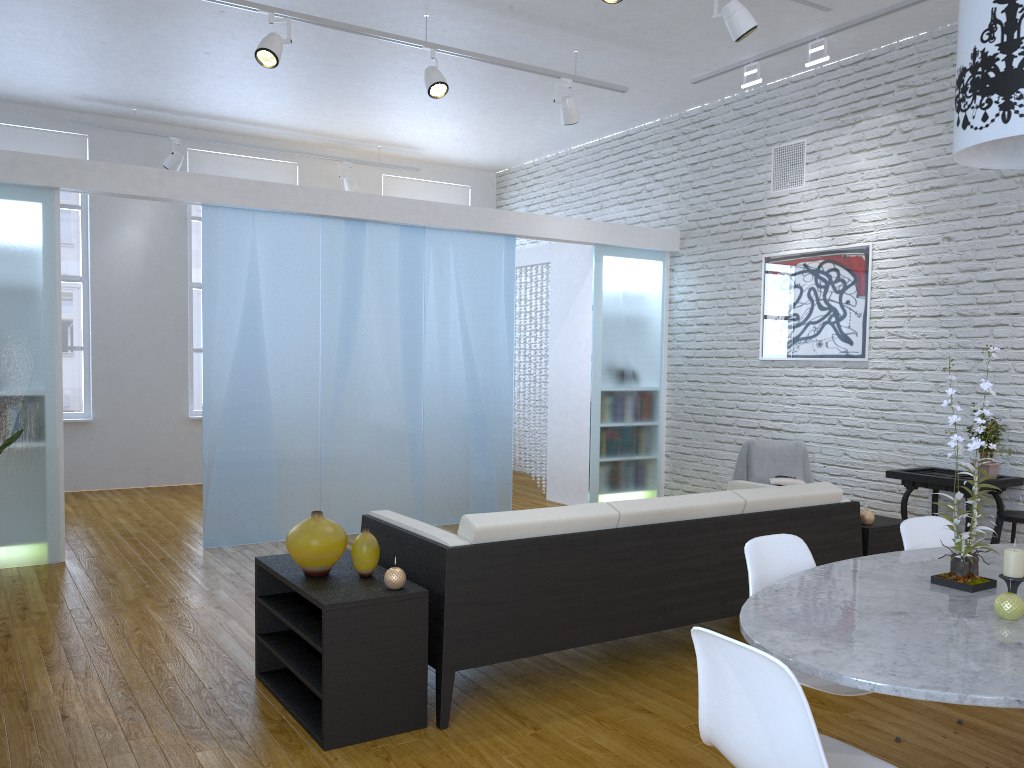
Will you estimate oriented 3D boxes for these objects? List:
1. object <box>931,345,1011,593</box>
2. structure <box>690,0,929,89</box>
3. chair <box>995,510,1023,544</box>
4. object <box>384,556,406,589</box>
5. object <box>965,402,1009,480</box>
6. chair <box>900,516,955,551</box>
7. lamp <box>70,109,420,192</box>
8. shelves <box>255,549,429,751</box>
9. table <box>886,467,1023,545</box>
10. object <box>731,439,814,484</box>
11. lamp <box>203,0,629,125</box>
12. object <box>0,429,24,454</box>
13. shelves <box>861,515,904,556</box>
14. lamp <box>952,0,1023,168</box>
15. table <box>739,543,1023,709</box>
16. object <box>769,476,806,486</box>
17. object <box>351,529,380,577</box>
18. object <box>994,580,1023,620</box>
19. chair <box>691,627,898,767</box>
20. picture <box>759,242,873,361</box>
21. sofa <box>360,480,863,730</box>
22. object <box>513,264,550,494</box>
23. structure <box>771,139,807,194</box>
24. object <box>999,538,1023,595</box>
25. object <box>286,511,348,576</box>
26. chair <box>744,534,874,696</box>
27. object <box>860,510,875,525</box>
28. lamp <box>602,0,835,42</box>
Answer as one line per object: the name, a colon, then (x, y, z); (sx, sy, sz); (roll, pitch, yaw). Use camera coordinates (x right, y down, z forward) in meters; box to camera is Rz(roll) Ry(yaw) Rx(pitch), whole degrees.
object: (1.197, 0.215, 2.292); (0.166, 0.639, 0.201); (1, 3, -4)
structure: (2.341, -2.048, 4.766); (0.052, 0.183, 3.900); (-1, 2, -32)
chair: (2.740, 0.903, 4.758); (0.262, 0.409, 0.262); (3, 4, 39)
object: (-0.378, 0.608, 2.866); (0.071, 0.104, 0.071); (1, 3, -5)
object: (2.680, 0.323, 5.015); (0.175, 0.437, 0.236); (0, 3, -8)
chair: (1.443, 0.620, 2.753); (0.405, 0.352, 0.418); (0, 3, -29)
lamp: (-2.252, -2.046, 7.986); (3.117, 0.487, 0.197); (0, 3, -34)
shelves: (-0.613, 0.877, 3.077); (0.349, 0.452, 0.729); (-1, 3, -32)
table: (2.524, 0.805, 5.097); (0.440, 0.579, 0.562); (-1, 3, -32)
object: (1.731, 0.719, 5.772); (0.645, 0.688, 0.634); (1, 3, 6)
lamp: (-0.531, -1.943, 5.256); (3.116, 0.487, 0.204); (0, 3, -35)
object: (-2.008, 0.593, 3.097); (0.483, 0.982, 0.379); (3, 4, 30)
shelves: (1.578, 0.871, 4.453); (0.349, 0.452, 0.729); (-1, 3, -32)
lamp: (1.252, -1.308, 2.003); (0.399, 1.541, 0.399); (2, 4, 24)
table: (1.353, 0.845, 2.238); (1.909, 0.624, 1.069); (0, 2, -33)
object: (1.755, 0.636, 5.687); (0.232, 0.085, 0.223); (1, 2, 4)
object: (-0.498, 0.574, 3.017); (0.095, 0.161, 0.095); (1, 3, 9)
object: (1.136, 0.490, 2.023); (0.063, 0.092, 0.062); (2, 3, 15)
chair: (0.570, 0.636, 1.724); (0.419, 0.352, 0.405); (-1, 3, -30)
picture: (2.085, -0.548, 6.155); (0.010, 0.770, 0.919); (-1, 3, -32)
sofa: (0.112, 0.749, 4.346); (5.336, 0.680, 9.711); (0, 2, -32)
object: (0.086, -0.043, 7.962); (0.051, 2.019, 0.921); (-1, 4, -32)
structure: (1.972, -1.547, 6.318); (0.010, 0.335, 0.307); (-1, 3, -32)
object: (1.173, 0.446, 2.075); (0.059, 0.177, 0.059); (4, 4, 43)
object: (-0.667, 0.543, 3.033); (0.207, 0.216, 0.207); (1, 3, 9)
chair: (0.856, 0.621, 2.410); (0.405, 0.352, 0.419); (-1, 3, -33)
object: (1.658, 0.603, 4.146); (0.071, 0.104, 0.071); (1, 3, -5)
lamp: (0.341, -1.890, 3.808); (3.117, 0.487, 0.222); (0, 3, -32)
